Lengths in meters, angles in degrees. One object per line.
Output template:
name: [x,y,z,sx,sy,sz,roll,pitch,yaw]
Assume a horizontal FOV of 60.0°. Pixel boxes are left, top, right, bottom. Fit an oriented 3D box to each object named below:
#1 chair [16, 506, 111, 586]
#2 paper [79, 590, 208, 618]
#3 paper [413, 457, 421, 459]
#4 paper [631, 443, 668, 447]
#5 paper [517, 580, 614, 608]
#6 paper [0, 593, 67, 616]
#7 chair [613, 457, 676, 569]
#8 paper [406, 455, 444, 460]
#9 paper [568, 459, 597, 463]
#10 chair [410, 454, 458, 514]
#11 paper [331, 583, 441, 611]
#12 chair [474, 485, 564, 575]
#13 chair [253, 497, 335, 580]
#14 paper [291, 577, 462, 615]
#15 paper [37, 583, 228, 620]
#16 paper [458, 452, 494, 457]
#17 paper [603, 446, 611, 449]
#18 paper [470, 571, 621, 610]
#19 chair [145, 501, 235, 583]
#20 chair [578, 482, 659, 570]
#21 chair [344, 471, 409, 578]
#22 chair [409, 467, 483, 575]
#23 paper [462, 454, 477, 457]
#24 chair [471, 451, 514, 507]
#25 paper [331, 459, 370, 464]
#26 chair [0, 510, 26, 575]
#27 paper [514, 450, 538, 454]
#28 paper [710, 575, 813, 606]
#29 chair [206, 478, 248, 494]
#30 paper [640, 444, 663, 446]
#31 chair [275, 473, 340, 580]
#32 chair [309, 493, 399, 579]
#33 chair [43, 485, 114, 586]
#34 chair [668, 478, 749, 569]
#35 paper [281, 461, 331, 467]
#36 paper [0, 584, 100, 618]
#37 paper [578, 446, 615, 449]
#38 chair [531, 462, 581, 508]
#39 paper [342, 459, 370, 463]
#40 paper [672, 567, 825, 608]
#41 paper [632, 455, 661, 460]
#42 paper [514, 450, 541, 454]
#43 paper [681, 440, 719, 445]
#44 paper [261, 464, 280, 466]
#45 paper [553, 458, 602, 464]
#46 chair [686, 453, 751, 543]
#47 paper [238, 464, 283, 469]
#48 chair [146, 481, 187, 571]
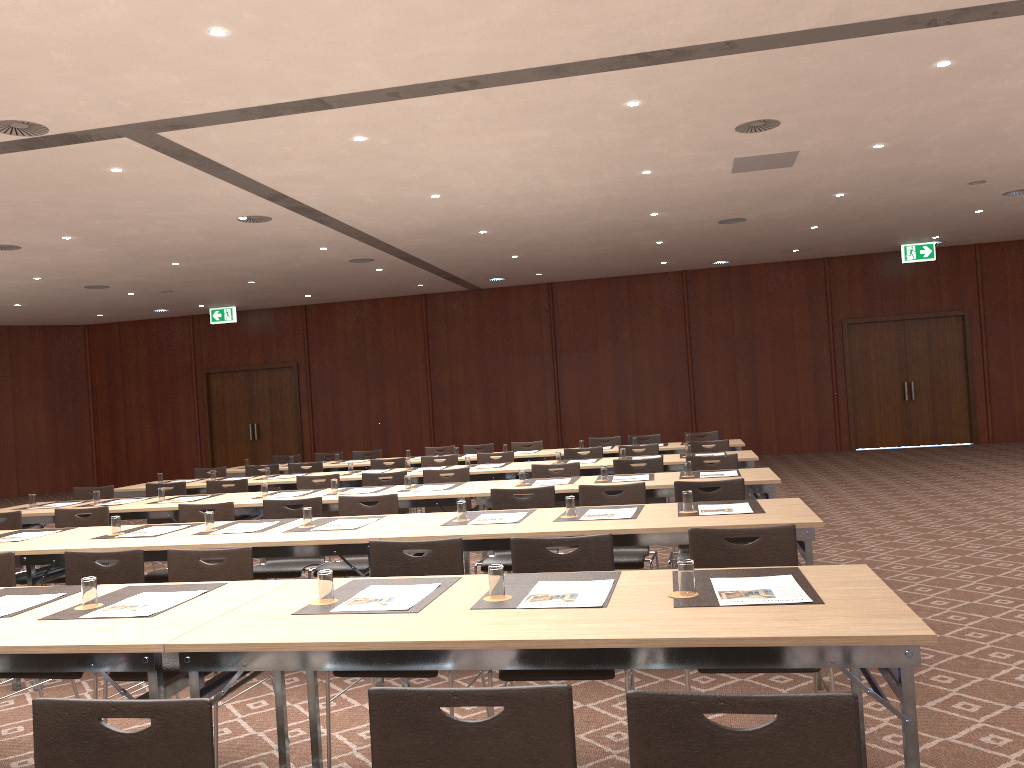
chair: [-3.168,1.376,6.373,0.536,0.939,0.614,-4,-1,9]
paper: [-1.405,0.843,3.408,0.283,0.006,0.398,-4,-1,12]
paper: [-1.143,0.956,11.527,0.283,0.006,0.398,-4,-1,12]
paper: [1.702,0.764,11.004,0.460,0.003,0.565,-4,-1,11]
paper: [0.196,0.732,3.105,0.283,0.006,0.398,-4,-1,12]
paper: [-2.036,0.886,3.540,0.283,0.006,0.398,-4,-1,10]
chair: [1.099,1.114,7.565,0.536,0.939,0.614,-4,-1,10]
paper: [-1.174,0.963,11.586,0.460,0.003,0.565,-4,-1,10]
paper: [0.715,0.794,9.091,0.283,0.006,0.398,-4,-1,9]
chair: [-0.825,1.279,9.950,0.536,0.939,0.614,-4,-1,8]
paper: [-0.452,0.777,3.240,0.283,0.006,0.398,-4,-1,12]
chair: [0.071,1.152,5.730,0.536,0.939,0.613,-4,-1,10]
chair: [-1.526,1.262,6.012,0.536,0.939,0.613,-4,-1,9]
paper: [-0.483,0.784,3.301,0.460,0.003,0.565,-4,-1,12]
paper: [-1.470,0.852,3.494,0.460,0.003,0.565,-4,-1,10]
paper: [-0.515,0.918,11.466,0.460,0.003,0.565,-4,-1,10]
paper: [1.092,0.801,11.071,0.283,0.006,0.398,-4,-1,9]
paper: [0.141,0.741,3.207,0.460,0.003,0.565,-4,-1,12]
chair: [-2.167,1.305,6.096,0.536,0.939,0.613,-4,-1,13]
chair: [0.637,1.112,5.582,0.536,0.939,0.613,-4,-1,13]
chair: [-1.167,1.269,7.936,0.536,0.939,0.613,-4,-1,11]
chair: [-0.595,1.230,7.866,0.536,0.939,0.613,-4,-1,9]
paper: [-0.471,0.909,11.372,0.283,0.006,0.398,-4,-1,8]
chair: [-0.200,1.236,9.862,0.536,0.939,0.613,-4,-1,14]
paper: [-2.116,1.028,11.778,0.460,0.003,0.565,-4,-1,9]
chair: [-3.864,1.423,6.476,0.536,0.939,0.613,-4,-1,12]
paper: [0.166,0.866,11.270,0.283,0.006,0.398,-4,-1,12]
paper: [0.825,0.689,2.976,0.283,0.006,0.398,-4,-1,8]
chair: [-2.721,1.377,8.288,0.536,0.939,0.613,-4,-1,12]
paper: [1.721,0.758,10.937,0.283,0.006,0.398,-4,-1,10]
chair: [-1.822,1.316,8.145,0.536,0.939,0.613,-4,-1,11]
chair: [-0.995,1.225,5.906,0.536,0.939,0.613,-4,-1,13]
chair: [-4.115,1.474,8.565,0.536,0.939,0.614,-4,-1,8]
chair: [1.235,1.070,5.420,0.536,0.939,0.613,-4,-1,12]
paper: [-2.761,1.072,11.885,0.460,0.003,0.565,-4,-1,13]
paper: [-2.076,0.895,3.648,0.460,0.003,0.565,-4,-1,8]
paper: [1.049,0.809,11.151,0.460,0.003,0.565,-4,-1,11]
chair: [0.374,1.163,7.630,0.536,0.939,0.613,-4,-1,13]
paper: [-2.073,1.020,11.697,0.283,0.006,0.398,-4,-1,11]
paper: [0.789,0.696,3.060,0.460,0.003,0.565,-4,-1,10]
paper: [1.369,0.750,9.013,0.283,0.006,0.398,-4,-1,8]
paper: [0.114,0.874,11.345,0.460,0.003,0.565,-4,-1,11]
paper: [2.312,0.722,10.897,0.460,0.003,0.565,-4,-1,13]
paper: [-3.324,1.107,11.967,0.283,0.006,0.398,-4,-1,9]
paper: [0.675,0.803,9.197,0.460,0.003,0.565,-4,-1,14]
chair: [1.698,1.072,7.411,0.536,0.939,0.613,-4,-1,13]
paper: [-3.403,1.117,12.035,0.460,0.003,0.565,-4,-1,12]
chair: [-3.367,1.423,8.452,0.536,0.939,0.614,-4,-1,12]
